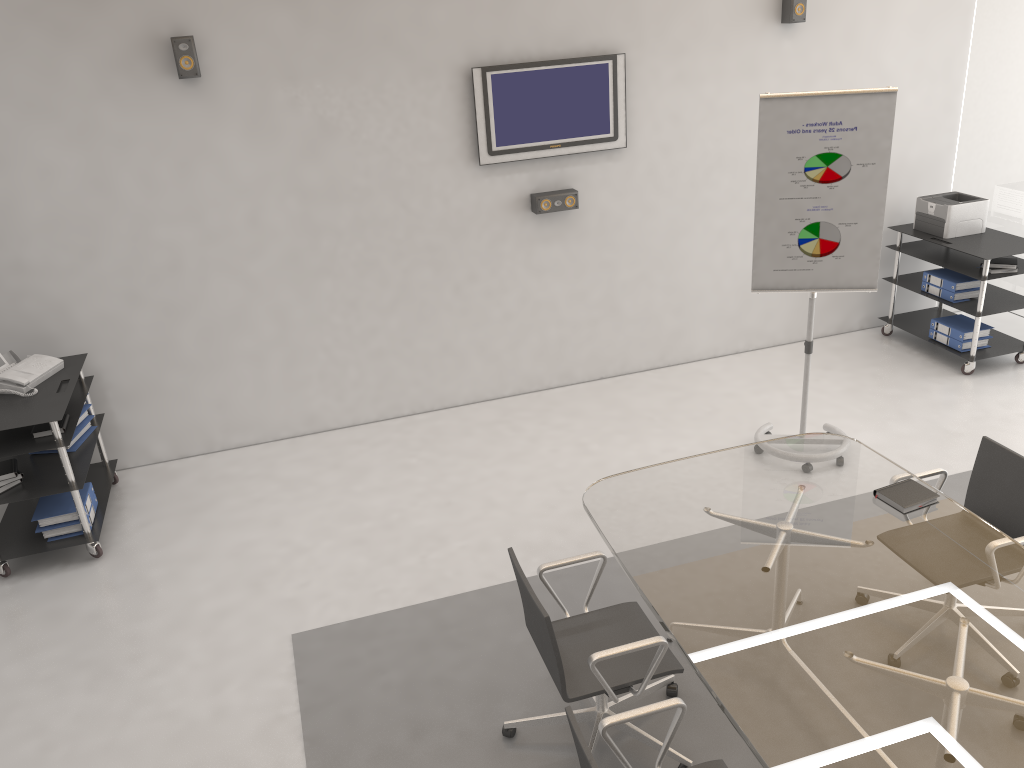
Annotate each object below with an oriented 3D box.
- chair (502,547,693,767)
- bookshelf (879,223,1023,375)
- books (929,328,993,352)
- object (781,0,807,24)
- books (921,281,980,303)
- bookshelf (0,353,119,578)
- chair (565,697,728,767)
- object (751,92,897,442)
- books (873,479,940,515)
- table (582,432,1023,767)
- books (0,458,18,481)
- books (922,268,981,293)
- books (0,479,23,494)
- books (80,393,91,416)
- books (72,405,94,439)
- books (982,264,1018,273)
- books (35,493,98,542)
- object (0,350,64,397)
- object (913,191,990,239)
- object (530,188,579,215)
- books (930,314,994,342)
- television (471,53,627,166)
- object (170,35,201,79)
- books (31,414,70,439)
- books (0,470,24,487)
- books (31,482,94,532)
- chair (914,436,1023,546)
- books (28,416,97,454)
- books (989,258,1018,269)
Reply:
[{"bbox_3d":[0.354,0.987,3.297,0.710,0.805,0.731,-18,28,-29],"label":"chair"},{"bbox_3d":[3.247,-0.652,6.443,0.567,0.855,0.985,-11,25,-14],"label":"bookshelf"},{"bbox_3d":[3.212,-0.333,6.356,0.263,0.077,0.320,-11,25,-14],"label":"books"},{"bbox_3d":[1.864,-2.495,5.840,0.117,0.216,0.123,-11,25,-14],"label":"object"},{"bbox_3d":[3.158,-0.677,6.360,0.263,0.077,0.320,-11,25,-14],"label":"books"},{"bbox_3d":[-2.632,0.437,4.968,0.567,0.855,0.985,-11,25,-14],"label":"bookshelf"},{"bbox_3d":[0.519,1.300,2.563,0.710,0.805,0.731,-18,28,-29],"label":"chair"},{"bbox_3d":[1.669,-0.533,4.914,0.553,2.088,0.560,-17,27,-27],"label":"object"},{"bbox_3d":[1.553,0.440,3.491,0.183,0.032,0.164,-13,25,-20],"label":"books"},{"bbox_3d":[1.336,1.197,2.752,1.372,0.721,3.054,-11,25,-14],"label":"table"},{"bbox_3d":[-2.686,0.459,4.652,0.164,0.032,0.183,-16,26,-24],"label":"books"},{"bbox_3d":[3.155,-0.744,6.331,0.263,0.077,0.320,-11,25,-14],"label":"books"},{"bbox_3d":[-2.710,0.523,4.671,0.183,0.032,0.164,8,27,26],"label":"books"},{"bbox_3d":[-2.604,0.158,5.066,0.262,0.077,0.320,-4,24,0],"label":"books"},{"bbox_3d":[-2.601,0.225,5.095,0.262,0.077,0.320,-4,24,0],"label":"books"},{"bbox_3d":[3.299,-0.788,6.002,0.170,0.028,0.146,-3,24,3],"label":"books"},{"bbox_3d":[-2.451,0.738,4.896,0.263,0.077,0.320,-11,25,-14],"label":"books"},{"bbox_3d":[-2.736,-0.136,4.879,0.399,0.280,0.405,0,24,9],"label":"object"},{"bbox_3d":[3.164,-1.224,6.397,0.350,0.235,0.351,-11,25,-14],"label":"object"},{"bbox_3d":[0.286,-1.206,5.863,0.298,0.117,0.123,-11,25,-14],"label":"object"},{"bbox_3d":[3.208,-0.400,6.326,0.263,0.077,0.320,-11,25,-14],"label":"books"},{"bbox_3d":[0.252,-1.753,5.656,1.013,0.590,0.049,-11,25,-14],"label":"television"},{"bbox_3d":[-1.809,-1.812,4.921,0.117,0.216,0.123,-11,25,-14],"label":"object"},{"bbox_3d":[-2.434,0.222,4.682,0.164,0.032,0.183,-11,25,-15],"label":"books"},{"bbox_3d":[-2.691,0.486,4.670,0.183,0.032,0.164,17,31,39],"label":"books"},{"bbox_3d":[-2.458,0.671,4.866,0.263,0.077,0.320,-11,25,-14],"label":"books"},{"bbox_3d":[1.816,0.719,3.654,0.710,0.805,0.731,-19,28,-29],"label":"chair"},{"bbox_3d":[-2.598,0.291,5.125,0.262,0.077,0.320,-4,24,0],"label":"books"},{"bbox_3d":[3.308,-0.818,5.990,0.183,0.032,0.164,8,27,26],"label":"books"}]
